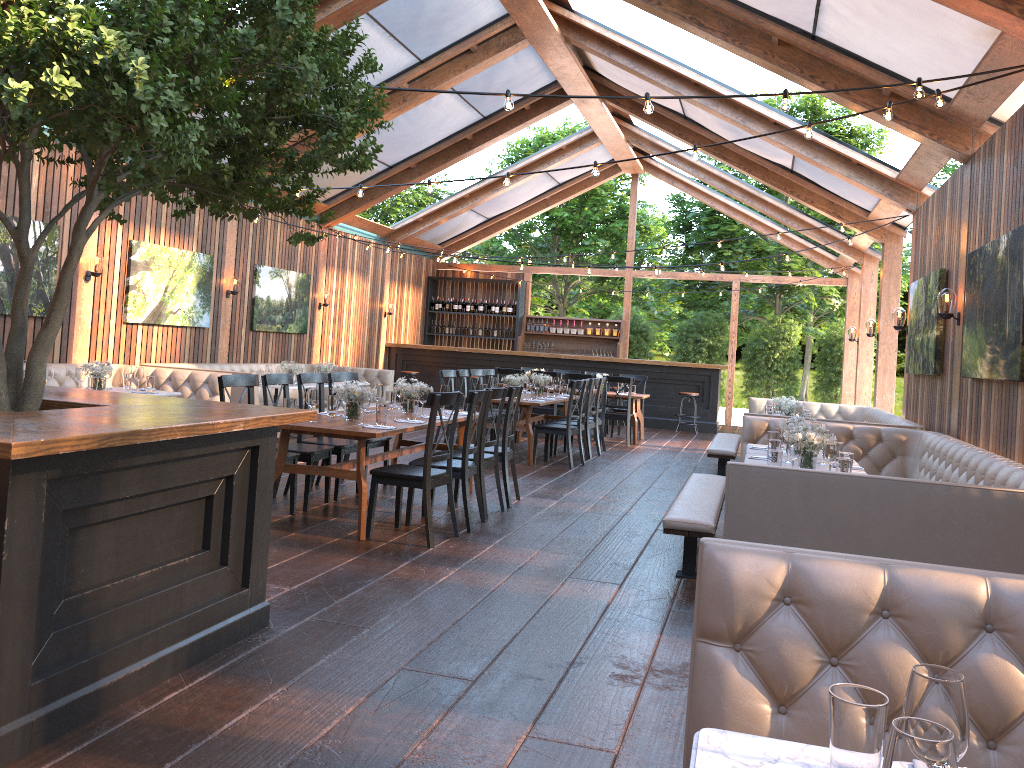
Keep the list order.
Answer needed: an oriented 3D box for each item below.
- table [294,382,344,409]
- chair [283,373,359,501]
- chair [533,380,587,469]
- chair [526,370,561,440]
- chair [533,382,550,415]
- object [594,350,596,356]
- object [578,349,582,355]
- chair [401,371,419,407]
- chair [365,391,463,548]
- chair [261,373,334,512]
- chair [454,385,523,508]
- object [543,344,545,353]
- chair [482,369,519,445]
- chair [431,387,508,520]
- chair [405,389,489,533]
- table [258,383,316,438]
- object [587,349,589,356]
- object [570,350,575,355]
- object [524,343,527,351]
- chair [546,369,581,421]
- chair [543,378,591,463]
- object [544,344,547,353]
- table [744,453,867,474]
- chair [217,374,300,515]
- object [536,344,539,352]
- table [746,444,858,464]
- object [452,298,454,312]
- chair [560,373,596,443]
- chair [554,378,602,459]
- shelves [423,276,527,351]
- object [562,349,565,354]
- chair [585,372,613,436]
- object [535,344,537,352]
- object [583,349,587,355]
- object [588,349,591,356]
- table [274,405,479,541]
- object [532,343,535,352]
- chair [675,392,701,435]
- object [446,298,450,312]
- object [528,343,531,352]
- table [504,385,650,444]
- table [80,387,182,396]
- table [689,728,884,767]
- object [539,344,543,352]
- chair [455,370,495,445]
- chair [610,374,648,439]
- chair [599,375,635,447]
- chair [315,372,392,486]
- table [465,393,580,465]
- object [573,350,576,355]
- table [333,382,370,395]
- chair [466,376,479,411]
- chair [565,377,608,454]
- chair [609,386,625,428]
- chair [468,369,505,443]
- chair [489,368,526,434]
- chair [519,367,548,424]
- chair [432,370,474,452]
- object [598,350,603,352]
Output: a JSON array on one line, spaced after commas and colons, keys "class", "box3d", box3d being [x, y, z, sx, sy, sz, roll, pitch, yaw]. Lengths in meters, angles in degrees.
[{"class": "table", "box3d": [-2.864, 0.319, 12.306, 0.799, 0.673, 0.798, 4, 1, 16]}, {"class": "chair", "box3d": [-1.572, 0.429, 7.562, 0.540, 1.022, 0.476, 4, -1, 16]}, {"class": "chair", "box3d": [0.575, 0.446, 10.506, 0.540, 1.022, 0.476, 3, -1, 23]}, {"class": "chair", "box3d": [0.515, 0.308, 13.679, 0.478, 1.021, 0.538, 4, -1, 11]}, {"class": "chair", "box3d": [0.572, 0.322, 16.840, 0.467, 0.736, 0.468, 4, 0, -9]}, {"class": "object", "box3d": [1.802, -0.674, 19.214, 0.097, 0.134, 0.097, 4, 0, 2]}, {"class": "object", "box3d": [1.472, -0.699, 19.304, 0.097, 0.134, 0.097, 4, 0, 2]}, {"class": "chair", "box3d": [-2.055, 0.118, 17.588, 0.468, 0.736, 0.467, 4, 0, 23]}, {"class": "chair", "box3d": [-0.660, 0.549, 6.139, 0.540, 1.022, 0.476, 4, -1, 21]}, {"class": "chair", "box3d": [-1.723, 0.442, 7.023, 0.540, 1.022, 0.476, 4, -1, 11]}, {"class": "chair", "box3d": [-0.193, 0.511, 7.751, 0.540, 1.022, 0.476, 4, -1, 11]}, {"class": "object", "box3d": [0.717, -0.782, 19.436, 0.070, 0.186, 0.069, 3, -1, 20]}, {"class": "chair", "box3d": [-0.190, 0.313, 12.463, 0.540, 1.022, 0.476, 4, -1, 16]}, {"class": "chair", "box3d": [-0.345, 0.524, 7.213, 0.540, 1.022, 0.476, 4, -1, 19]}, {"class": "chair", "box3d": [-0.473, 0.539, 6.667, 0.540, 1.022, 0.476, 4, -1, 11]}, {"class": "table", "box3d": [-3.085, 0.338, 11.521, 0.799, 0.673, 0.798, 4, 1, 15]}, {"class": "object", "box3d": [1.681, -0.688, 19.362, 0.097, 0.134, 0.097, 4, 0, 2]}, {"class": "object", "box3d": [1.325, -0.694, 19.358, 0.124, 0.096, 0.124, 4, 1, 27]}, {"class": "object", "box3d": [0.300, -0.810, 19.467, 0.070, 0.186, 0.069, 3, -1, 20]}, {"class": "chair", "box3d": [0.858, 0.280, 14.891, 0.478, 1.021, 0.538, 4, -1, 16]}, {"class": "chair", "box3d": [0.702, 0.431, 11.060, 0.540, 1.022, 0.476, 4, -1, 13]}, {"class": "object", "box3d": [0.728, -0.777, 19.345, 0.070, 0.186, 0.069, 3, -1, 20]}, {"class": "table", "box3d": [2.030, 0.896, 6.220, 0.799, 0.673, 0.798, 4, 1, 16]}, {"class": "chair", "box3d": [-1.875, 0.454, 6.484, 0.540, 1.022, 0.476, 4, -1, 16]}, {"class": "object", "box3d": [0.564, -0.791, 19.407, 0.070, 0.186, 0.069, 3, -1, 20]}, {"class": "table", "box3d": [2.251, 0.877, 7.004, 0.799, 0.673, 0.798, 4, 1, 15]}, {"class": "object", "box3d": [-1.341, -1.795, 20.098, 0.087, 0.335, 0.087, 4, -1, -4]}, {"class": "chair", "box3d": [1.054, 0.350, 13.526, 0.478, 1.021, 0.538, 4, -1, 16]}, {"class": "chair", "box3d": [0.875, 0.420, 11.579, 0.540, 1.022, 0.476, 4, -1, 21]}, {"class": "shelves", "box3d": [-0.880, -0.954, 19.969, 2.205, 2.834, 0.500, 4, -1, 16]}, {"class": "object", "box3d": [1.130, -0.714, 19.542, 0.124, 0.096, 0.124, 4, 1, 27]}, {"class": "chair", "box3d": [1.396, 0.322, 14.738, 0.478, 1.021, 0.538, 4, -1, 11]}, {"class": "object", "box3d": [0.548, -0.795, 19.492, 0.070, 0.186, 0.069, 3, -1, 20]}, {"class": "object", "box3d": [1.588, -0.690, 19.265, 0.097, 0.134, 0.097, 4, 0, 2]}, {"class": "object", "box3d": [1.700, -0.682, 19.251, 0.097, 0.134, 0.097, 4, 0, 2]}, {"class": "table", "box3d": [-1.047, 0.627, 7.140, 0.951, 0.730, 2.428, 4, 2, 16]}, {"class": "object", "box3d": [0.475, -0.797, 19.412, 0.070, 0.186, 0.069, 3, -1, 20]}, {"class": "chair", "box3d": [3.200, 0.525, 16.093, 0.468, 0.736, 0.467, 4, 0, 3]}, {"class": "object", "box3d": [-1.446, -1.788, 20.021, 0.078, 0.313, 0.078, 4, -1, 11]}, {"class": "object", "box3d": [0.381, -0.804, 19.437, 0.070, 0.186, 0.069, 3, -1, 20]}, {"class": "table", "box3d": [0.919, 0.458, 14.208, 2.433, 0.731, 0.949, 4, 1, 16]}, {"class": "table", "box3d": [-3.868, 0.403, 8.745, 0.799, 0.673, 0.798, 4, 1, 15]}, {"class": "table", "box3d": [0.607, 1.015, 1.174, 0.799, 0.673, 0.798, 4, 1, 15]}, {"class": "object", "box3d": [0.632, -0.784, 19.358, 0.070, 0.186, 0.069, 3, -1, 20]}, {"class": "chair", "box3d": [-0.494, 0.339, 11.386, 0.540, 1.022, 0.476, 4, -1, 11]}, {"class": "chair", "box3d": [1.933, 0.363, 14.585, 0.478, 1.021, 0.538, 3, -1, 21]}, {"class": "chair", "box3d": [1.592, 0.392, 13.373, 0.478, 1.021, 0.538, 4, -1, 11]}, {"class": "chair", "box3d": [-1.420, 0.416, 8.100, 0.540, 1.022, 0.476, 4, -1, 21]}, {"class": "table", "box3d": [0.176, 0.524, 11.478, 0.951, 0.730, 2.428, 4, 2, 16]}, {"class": "object", "box3d": [1.343, -0.699, 19.512, 0.124, 0.096, 0.124, 4, 1, 27]}, {"class": "table", "box3d": [-2.643, 0.301, 13.091, 0.799, 0.673, 0.798, 4, 1, 15]}, {"class": "chair", "box3d": [-0.741, 0.220, 17.214, 0.468, 0.736, 0.467, 4, 0, -1]}, {"class": "chair", "box3d": [1.021, 0.407, 12.119, 0.540, 1.022, 0.476, 4, -1, 16]}, {"class": "chair", "box3d": [1.886, 0.424, 16.467, 0.469, 0.736, 0.466, 3, 0, 40]}, {"class": "chair", "box3d": [-0.342, 0.326, 11.924, 0.540, 1.022, 0.476, 4, -1, 21]}, {"class": "chair", "box3d": [-0.022, 0.267, 13.832, 0.478, 1.021, 0.538, 4, -1, 16]}, {"class": "chair", "box3d": [0.320, 0.238, 15.044, 0.478, 1.021, 0.538, 4, -1, 11]}, {"class": "chair", "box3d": [-0.646, 0.352, 10.847, 0.540, 1.022, 0.476, 4, -1, 16]}, {"class": "object", "box3d": [1.915, -0.665, 19.178, 0.097, 0.134, 0.097, 4, 0, 2]}]
